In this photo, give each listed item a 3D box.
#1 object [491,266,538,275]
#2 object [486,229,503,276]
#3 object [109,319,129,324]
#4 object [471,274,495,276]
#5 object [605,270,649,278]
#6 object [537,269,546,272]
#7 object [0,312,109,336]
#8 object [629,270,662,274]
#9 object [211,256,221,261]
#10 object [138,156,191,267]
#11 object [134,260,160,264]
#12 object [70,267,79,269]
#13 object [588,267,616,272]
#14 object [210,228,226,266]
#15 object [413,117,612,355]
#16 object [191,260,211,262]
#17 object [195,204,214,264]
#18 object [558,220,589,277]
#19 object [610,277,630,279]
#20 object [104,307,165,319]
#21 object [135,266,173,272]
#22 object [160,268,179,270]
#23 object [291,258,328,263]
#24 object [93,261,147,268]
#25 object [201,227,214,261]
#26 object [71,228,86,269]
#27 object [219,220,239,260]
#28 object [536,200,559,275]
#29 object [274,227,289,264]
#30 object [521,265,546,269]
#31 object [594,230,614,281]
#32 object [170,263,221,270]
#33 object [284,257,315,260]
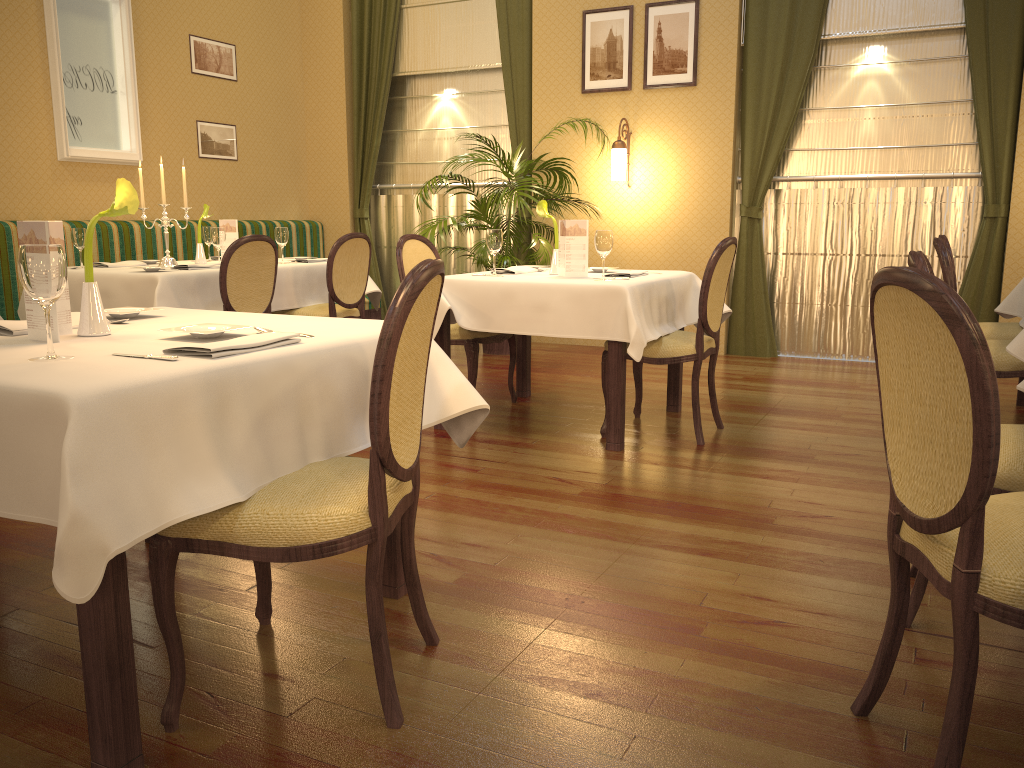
[{"bbox_3d":[0.014,-0.596,4.653,0.142,0.033,0.273,5,12,26],"label":"object"},{"bbox_3d":[-0.089,-0.663,4.460,0.088,0.229,0.088,-3,11,-15],"label":"object"},{"bbox_3d":[-1.114,-0.175,2.427,0.181,0.015,0.038,6,12,28],"label":"object"},{"bbox_3d":[-0.119,-0.541,4.403,0.185,0.010,0.017,6,12,28],"label":"object"},{"bbox_3d":[0.569,-0.547,4.406,0.142,0.024,0.273,5,12,26],"label":"object"},{"bbox_3d":[0.103,-0.616,4.794,0.181,0.015,0.038,6,12,28],"label":"object"},{"bbox_3d":[-1.203,-0.156,2.286,0.142,0.033,0.273,5,12,26],"label":"object"},{"bbox_3d":[0.691,-0.578,4.589,0.181,0.015,0.038,6,12,28],"label":"object"},{"bbox_3d":[-1.936,-0.876,6.158,0.142,0.033,0.273,5,12,26],"label":"object"},{"bbox_3d":[-2.064,-1.025,5.270,0.390,0.655,0.131,7,12,32],"label":"object"},{"bbox_3d":[-2.281,-0.768,5.594,0.160,0.024,0.160,5,12,26],"label":"object"},{"bbox_3d":[-2.530,-0.663,5.051,0.181,0.015,0.038,6,12,28],"label":"object"},{"bbox_3d":[0.467,-0.604,4.710,0.160,0.024,0.160,5,12,26],"label":"object"},{"bbox_3d":[-1.724,-0.802,5.212,0.088,0.229,0.088,-3,11,-15],"label":"object"},{"bbox_3d":[0.001,-1.126,6.819,1.496,1.807,1.552,1,11,7],"label":"object"},{"bbox_3d":[-2.069,-0.820,5.908,0.185,0.010,0.017,6,12,28],"label":"object"},{"bbox_3d":[-1.952,-0.949,5.603,0.076,0.375,0.163,3,11,13],"label":"object"},{"bbox_3d":[0.279,-0.659,4.319,0.166,0.277,0.081,7,13,33],"label":"object"},{"bbox_3d":[0.465,-0.499,4.176,0.185,0.010,0.017,5,12,26],"label":"object"},{"bbox_3d":[-1.109,-0.199,2.536,0.160,0.024,0.160,5,12,26],"label":"object"},{"bbox_3d":[-1.939,-0.616,4.776,0.160,0.024,0.160,5,12,26],"label":"object"},{"bbox_3d":[-1.912,-0.641,4.935,0.181,0.015,0.038,6,12,28],"label":"object"},{"bbox_3d":[-1.316,-0.817,5.865,0.142,0.024,0.273,5,12,26],"label":"object"},{"bbox_3d":[-2.340,-0.714,5.291,0.142,0.033,0.273,5,12,26],"label":"object"},{"bbox_3d":[-2.039,-0.942,5.965,0.088,0.229,0.088,-3,11,-15],"label":"object"},{"bbox_3d":[-2.485,-0.782,5.106,0.088,0.229,0.088,-3,11,-15],"label":"object"},{"bbox_3d":[-1.813,-0.901,5.623,0.166,0.277,0.081,10,14,42],"label":"object"},{"bbox_3d":[0.197,-0.746,4.511,0.076,0.375,0.163,-9,14,-41],"label":"object"},{"bbox_3d":[-1.451,-0.873,5.596,0.088,0.229,0.088,-3,11,-15],"label":"object"},{"bbox_3d":[0.109,-0.640,4.904,0.160,0.024,0.160,5,12,26],"label":"object"},{"bbox_3d":[0.420,-0.589,4.064,0.088,0.229,0.088,-3,11,-15],"label":"object"},{"bbox_3d":[-1.790,-0.670,5.054,0.142,0.033,0.273,5,12,26],"label":"object"},{"bbox_3d":[-1.437,-0.851,6.041,0.160,0.024,0.160,5,12,26],"label":"object"}]
